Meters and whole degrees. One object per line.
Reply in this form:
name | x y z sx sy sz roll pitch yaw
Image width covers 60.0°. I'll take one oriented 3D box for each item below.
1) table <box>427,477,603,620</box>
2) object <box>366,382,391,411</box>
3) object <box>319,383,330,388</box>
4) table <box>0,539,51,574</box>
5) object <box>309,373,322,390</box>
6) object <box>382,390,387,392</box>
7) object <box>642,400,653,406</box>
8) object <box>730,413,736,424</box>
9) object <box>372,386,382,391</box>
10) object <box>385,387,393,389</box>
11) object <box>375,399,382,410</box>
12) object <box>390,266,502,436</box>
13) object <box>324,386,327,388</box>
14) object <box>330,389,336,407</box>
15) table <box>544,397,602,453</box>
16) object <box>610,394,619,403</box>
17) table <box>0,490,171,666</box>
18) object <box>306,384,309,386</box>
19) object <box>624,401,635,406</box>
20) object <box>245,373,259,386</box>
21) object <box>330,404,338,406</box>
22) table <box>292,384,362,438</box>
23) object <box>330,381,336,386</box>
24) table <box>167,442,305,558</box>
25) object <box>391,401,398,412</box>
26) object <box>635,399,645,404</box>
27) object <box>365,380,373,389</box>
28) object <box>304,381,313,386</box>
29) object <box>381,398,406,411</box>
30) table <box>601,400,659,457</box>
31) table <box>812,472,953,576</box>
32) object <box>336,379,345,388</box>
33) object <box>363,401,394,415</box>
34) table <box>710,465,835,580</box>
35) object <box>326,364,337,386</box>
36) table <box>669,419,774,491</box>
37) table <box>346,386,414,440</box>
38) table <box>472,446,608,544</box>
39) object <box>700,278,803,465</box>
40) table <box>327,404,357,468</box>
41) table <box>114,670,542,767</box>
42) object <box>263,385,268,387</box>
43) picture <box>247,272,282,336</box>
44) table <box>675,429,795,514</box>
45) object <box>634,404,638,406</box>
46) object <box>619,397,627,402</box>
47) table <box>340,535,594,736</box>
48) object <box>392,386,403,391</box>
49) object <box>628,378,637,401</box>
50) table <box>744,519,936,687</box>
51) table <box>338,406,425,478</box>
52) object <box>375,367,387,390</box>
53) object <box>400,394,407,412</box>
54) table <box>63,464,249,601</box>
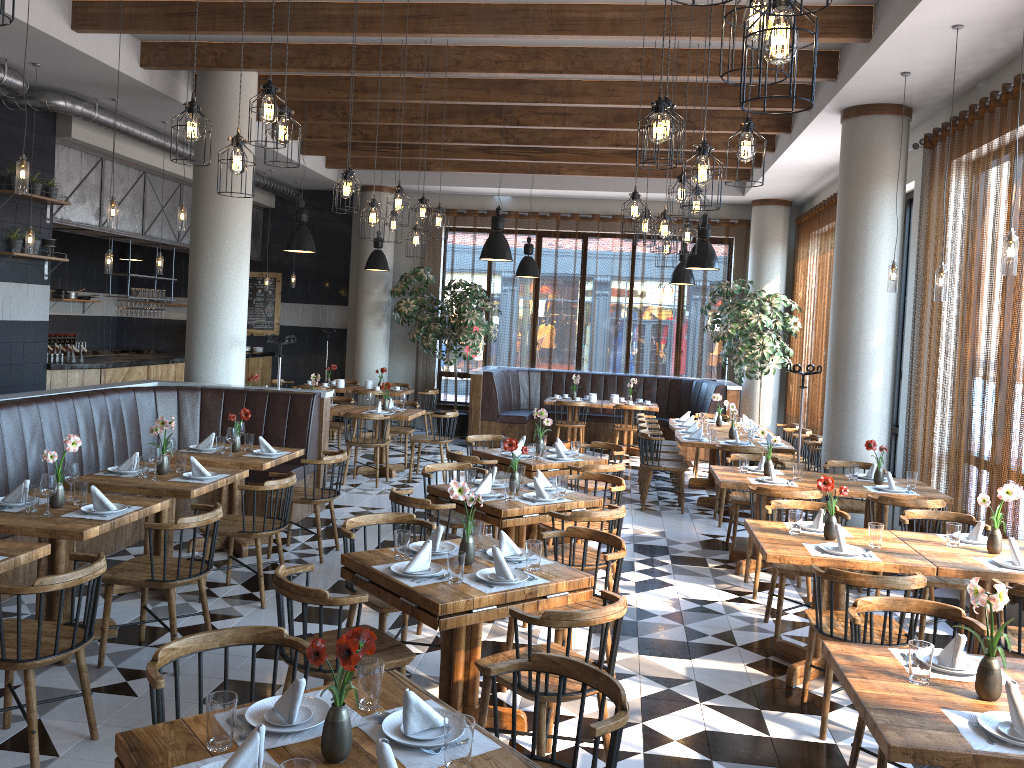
table | -0.005 1.107 5.978 0.864 0.763 0.866 1 4 -38
object | -1.597 0.145 10.658 0.295 0.355 0.166 4 2 13
object | -2.874 0.021 13.610 0.175 0.067 0.176 1 4 -31
table | -2.631 1.122 3.751 0.850 0.763 0.851 3 3 7
object | -2.400 0.072 10.784 0.146 0.399 0.207 2 2 -34
object | -1.944 0.103 13.434 0.155 0.023 0.034 5 4 32
object | 2.060 0.288 13.479 0.175 0.067 0.176 3 4 -3
object | 2.827 0.440 11.364 0.080 0.132 0.080 3 2 -8
object | -2.055 0.071 13.506 0.176 0.067 0.176 4 4 22
object | -1.965 0.040 14.026 0.175 0.067 0.176 0 5 -38
object | -1.622 0.249 10.747 0.080 0.132 0.080 5 3 42
object | -1.149 -0.545 14.509 1.753 2.778 1.483 3 2 -12
object | -2.850 0.050 13.515 0.053 0.025 0.049 1 4 -25
object | -2.195 0.173 10.812 0.081 0.215 0.081 2 2 -30
table | 0.929 0.634 13.634 0.850 0.763 0.851 3 3 7
object | 1.573 0.227 13.556 0.129 0.128 0.130 1 3 -39
table | -2.494 1.055 4.846 0.850 0.763 0.851 3 3 7
object | -3.183 0.014 13.789 0.053 0.025 0.049 3 3 -4
object | 1.767 0.287 13.264 0.175 0.067 0.176 2 4 -10
object | -3.201 0.044 10.913 0.156 0.355 0.171 5 3 45
object | -2.374 0.187 11.045 0.352 0.137 0.272 3 3 7
table | -2.899 0.418 13.872 0.850 0.763 0.851 3 3 7
object | -2.845 -0.009 14.084 0.176 0.067 0.176 4 4 21
table | -2.221 0.921 7.022 0.850 0.763 0.851 3 3 7
object | -1.404 0.271 10.594 0.080 0.132 0.080 5 3 37
object | 1.989 0.267 13.739 0.176 0.067 0.176 4 4 21
object | -2.234 0.008 13.852 0.129 0.128 0.130 1 3 -39
object | -3.172 -0.014 13.887 0.175 0.067 0.176 3 4 -1
object | -1.493 0.241 10.936 0.352 0.137 0.272 3 3 7
table | 1.775 0.686 13.529 0.850 0.763 0.851 3 3 7
table | 2.909 1.183 7.099 0.850 0.763 0.851 3 3 7
object | -2.667 -0.009 13.766 0.129 0.128 0.130 1 3 -39
object | -1.567 0.272 10.416 0.352 0.137 0.272 3 3 7
table | 2.060 1.132 7.204 0.850 0.763 0.851 3 3 7
object | -2.830 -0.137 13.855 0.171 0.355 0.156 3 2 -7
table | 2.535 0.902 10.945 1.216 0.763 1.216 4 3 11
table | -2.052 0.470 13.767 0.850 0.763 0.851 3 3 7
table | 0.219 0.997 7.764 0.864 0.763 0.866 1 4 -38
object | 3.401 -0.228 13.355 1.479 2.778 1.757 2 3 -35
table | -2.418 0.653 10.796 0.850 0.763 0.851 3 3 7
table | -0.470 1.336 2.269 0.864 0.763 0.866 1 4 -38
object | -3.040 0.122 10.917 0.081 0.215 0.081 3 2 -1
picture | -4.608 -1.431 15.823 0.980 1.141 0.021 3 1 7
table | 2.378 0.979 9.694 1.216 0.763 1.216 4 3 11
object | 1.878 0.319 13.193 0.155 0.023 0.034 5 4 32
object | 1.711 0.246 13.825 0.175 0.067 0.176 0 5 -38
table | -0.236 1.221 4.134 0.864 0.763 0.866 1 4 -38
object | -1.771 0.074 13.682 0.175 0.067 0.176 3 4 -8
object | 1.832 0.108 13.502 0.146 0.399 0.207 3 2 12
table | 1.786 1.266 5.020 0.850 0.763 0.851 3 3 7
table | -1.572 0.704 10.691 0.850 0.763 0.851 3 3 7
object | -2.024 -0.086 13.721 0.156 0.355 0.171 2 2 -35
object | -1.314 0.227 10.703 0.081 0.215 0.081 2 2 -30
table | -2.358 0.988 5.927 0.850 0.763 0.851 3 3 7
